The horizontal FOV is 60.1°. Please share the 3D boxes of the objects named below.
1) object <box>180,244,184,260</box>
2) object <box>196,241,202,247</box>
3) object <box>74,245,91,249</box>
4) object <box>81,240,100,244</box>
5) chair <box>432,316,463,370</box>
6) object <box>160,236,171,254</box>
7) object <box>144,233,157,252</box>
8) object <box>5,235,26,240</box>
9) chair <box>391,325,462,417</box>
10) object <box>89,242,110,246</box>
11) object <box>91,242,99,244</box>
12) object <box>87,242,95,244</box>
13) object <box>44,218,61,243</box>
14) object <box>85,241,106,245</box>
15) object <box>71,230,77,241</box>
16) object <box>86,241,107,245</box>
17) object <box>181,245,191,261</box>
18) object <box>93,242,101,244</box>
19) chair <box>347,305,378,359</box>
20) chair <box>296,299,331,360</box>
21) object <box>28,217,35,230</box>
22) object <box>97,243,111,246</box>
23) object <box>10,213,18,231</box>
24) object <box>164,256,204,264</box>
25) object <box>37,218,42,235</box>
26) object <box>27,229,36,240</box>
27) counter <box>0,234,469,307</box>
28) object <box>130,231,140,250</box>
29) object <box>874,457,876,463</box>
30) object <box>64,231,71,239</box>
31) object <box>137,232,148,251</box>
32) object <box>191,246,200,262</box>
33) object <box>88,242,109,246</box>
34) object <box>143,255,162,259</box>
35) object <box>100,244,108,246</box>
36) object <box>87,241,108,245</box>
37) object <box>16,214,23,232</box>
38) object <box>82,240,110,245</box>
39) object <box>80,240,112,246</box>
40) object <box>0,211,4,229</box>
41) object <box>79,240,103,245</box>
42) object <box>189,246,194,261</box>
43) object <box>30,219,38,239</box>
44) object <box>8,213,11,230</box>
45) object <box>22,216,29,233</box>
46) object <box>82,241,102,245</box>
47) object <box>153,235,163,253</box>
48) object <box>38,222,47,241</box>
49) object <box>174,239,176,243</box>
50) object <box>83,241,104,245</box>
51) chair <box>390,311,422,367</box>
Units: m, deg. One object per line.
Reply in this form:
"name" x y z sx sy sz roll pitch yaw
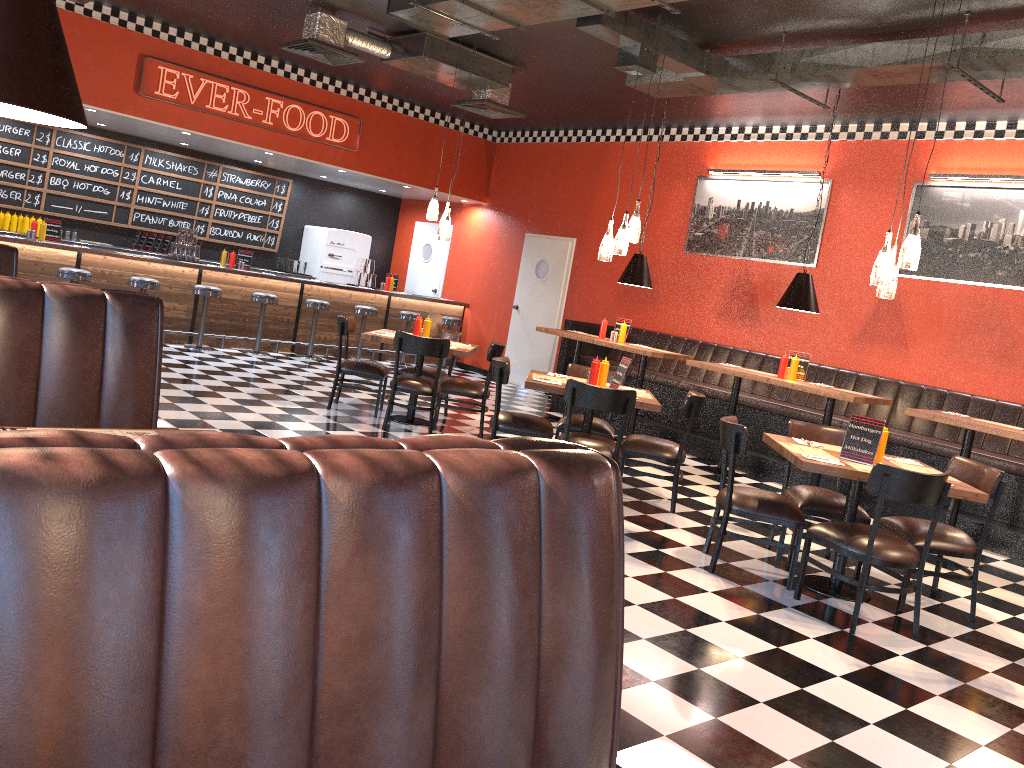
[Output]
"object" -4.193 -1.675 11.270 0.105 0.208 0.106 10 4 3
"object" -4.642 -1.977 13.033 0.072 0.256 0.189 7 6 -37
"object" -4.932 -1.577 10.164 0.157 0.019 0.256 5 8 -36
"object" -5.688 -1.931 12.101 0.364 0.001 0.262 4 9 -42
"chair" -0.965 -0.617 13.269 0.348 0.772 0.349 10 4 3
"object" -4.974 -1.999 12.733 0.070 0.257 0.190 6 6 -39
"object" -5.139 -2.011 12.584 0.189 0.256 0.072 14 6 43
"object" -5.436 -1.610 9.691 0.256 0.019 0.157 16 9 43
"chair" -0.837 -0.126 8.753 0.487 0.865 0.545 11 5 15
"object" -5.689 -1.925 12.102 0.364 0.001 0.262 4 8 -39
"object" -5.689 -1.929 12.101 0.364 0.001 0.262 4 9 -42
"object" -5.690 -1.921 12.102 0.364 0.001 0.262 4 9 -42
"object" -5.291 -1.765 10.207 0.072 0.256 0.188 13 6 38
"object" -5.688 -1.930 12.101 0.364 0.001 0.262 5 8 -39
"object" -5.890 -2.002 11.929 0.094 0.135 0.046 14 6 43
"object" -5.688 -1.932 12.101 0.364 0.001 0.262 4 8 -40
"object" -4.116 -1.653 11.194 0.105 0.208 0.106 10 4 3
"object" -5.688 -1.933 12.101 0.364 0.001 0.262 4 9 -42
"chair" -2.078 -0.694 12.266 0.347 0.772 0.350 6 6 -42
"chair" -2.635 -0.733 11.765 0.348 0.772 0.349 10 4 3
"object" -6.284 -2.085 11.598 0.067 0.237 0.068 6 6 -44
"object" -5.689 -1.927 12.101 0.364 0.001 0.262 5 8 -38
"object" -6.431 -2.093 11.443 0.067 0.237 0.068 6 6 -44
"object" -4.160 -1.569 11.256 0.436 0.018 0.274 4 9 -42
"object" -6.227 -2.083 11.662 0.067 0.237 0.068 6 5 -40
"object" -5.376 -1.683 9.908 0.093 0.135 0.047 9 4 -7
"counter" -3.494 -1.463 11.637 7.025 0.050 0.679 4 9 -42
"object" -5.293 -2.022 12.451 0.070 0.257 0.190 7 6 -35
"object" 2.031 0.330 4.996 0.067 0.237 0.068 7 5 -37
"object" -5.973 -2.014 11.908 0.047 0.135 0.094 10 5 3
"object" -5.221 -2.016 12.508 0.072 0.259 0.193 6 6 -39
"object" -4.021 -1.645 11.270 0.105 0.208 0.106 10 4 3
"object" -5.690 -1.923 12.102 0.364 0.001 0.262 4 8 -40
"object" -4.354 -1.540 10.715 0.256 0.019 0.157 16 9 43
"object" -5.690 -1.921 12.102 0.364 0.001 0.262 4 8 -41
"object" -5.688 -1.934 12.101 0.364 0.001 0.262 4 9 -42
"object" -6.402 -2.098 11.531 0.068 0.237 0.068 12 5 24
"object" -5.688 -1.935 12.101 0.364 0.001 0.262 4 8 -40
"object" -5.689 -1.928 12.101 0.364 0.001 0.262 3 9 -45
"object" -6.558 -2.105 11.355 0.068 0.237 0.068 12 5 25
"object" -5.689 -1.924 12.102 0.364 0.001 0.262 4 9 -43
"object" -4.105 -1.669 11.350 0.105 0.208 0.106 10 4 3
"object" -5.408 -1.754 10.023 0.067 0.237 0.068 6 5 -40
"object" -6.503 -2.103 11.425 0.067 0.237 0.068 6 5 -40
"object" -6.322 -2.083 11.520 0.068 0.237 0.068 12 5 24
"object" -5.690 -1.922 12.102 0.364 0.001 0.262 5 8 -37
"object" -5.057 -2.005 12.659 0.072 0.256 0.189 7 6 -37
"object" -5.307 -1.737 10.019 0.067 0.237 0.068 6 5 -40
"object" -4.891 -1.994 12.809 0.072 0.256 0.189 7 5 -32
"object" -5.689 -1.926 12.102 0.364 0.001 0.262 4 8 -40
"chair" -1.521 -0.656 12.768 0.347 0.772 0.350 7 5 -37
